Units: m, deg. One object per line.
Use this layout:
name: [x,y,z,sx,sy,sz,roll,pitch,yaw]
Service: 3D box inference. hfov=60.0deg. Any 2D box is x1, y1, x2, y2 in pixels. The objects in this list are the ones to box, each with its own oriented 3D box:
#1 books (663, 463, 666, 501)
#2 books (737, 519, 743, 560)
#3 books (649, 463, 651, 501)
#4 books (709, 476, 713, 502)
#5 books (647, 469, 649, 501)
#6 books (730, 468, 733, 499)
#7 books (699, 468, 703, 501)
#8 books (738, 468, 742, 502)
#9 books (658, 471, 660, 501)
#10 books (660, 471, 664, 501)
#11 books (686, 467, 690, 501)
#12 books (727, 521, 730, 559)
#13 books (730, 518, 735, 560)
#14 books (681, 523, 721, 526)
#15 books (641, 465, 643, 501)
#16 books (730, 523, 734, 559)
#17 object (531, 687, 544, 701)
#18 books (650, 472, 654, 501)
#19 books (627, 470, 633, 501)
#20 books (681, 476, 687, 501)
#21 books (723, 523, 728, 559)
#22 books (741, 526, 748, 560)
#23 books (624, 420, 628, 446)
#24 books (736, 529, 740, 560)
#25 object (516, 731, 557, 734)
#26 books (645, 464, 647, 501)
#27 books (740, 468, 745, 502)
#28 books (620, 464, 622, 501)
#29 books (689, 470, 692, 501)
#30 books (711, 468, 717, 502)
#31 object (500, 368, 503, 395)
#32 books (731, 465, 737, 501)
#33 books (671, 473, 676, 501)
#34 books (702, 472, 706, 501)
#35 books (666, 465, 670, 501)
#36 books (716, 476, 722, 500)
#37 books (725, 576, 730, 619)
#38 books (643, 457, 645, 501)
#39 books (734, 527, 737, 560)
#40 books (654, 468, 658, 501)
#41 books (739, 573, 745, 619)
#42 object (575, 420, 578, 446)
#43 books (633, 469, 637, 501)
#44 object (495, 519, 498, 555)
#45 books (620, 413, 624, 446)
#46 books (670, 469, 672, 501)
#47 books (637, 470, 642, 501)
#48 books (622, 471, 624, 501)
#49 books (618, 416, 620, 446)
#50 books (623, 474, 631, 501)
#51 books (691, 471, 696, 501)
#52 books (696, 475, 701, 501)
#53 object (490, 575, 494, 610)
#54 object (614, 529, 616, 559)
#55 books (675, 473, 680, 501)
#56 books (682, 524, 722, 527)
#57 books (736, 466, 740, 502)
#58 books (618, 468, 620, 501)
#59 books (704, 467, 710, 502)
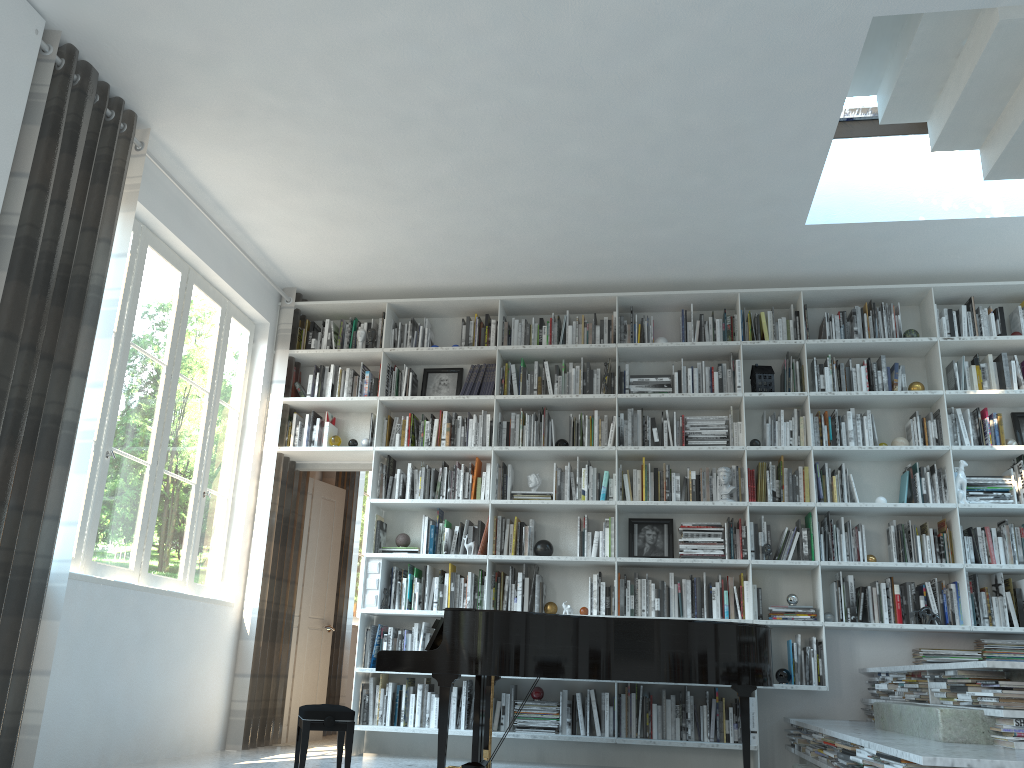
books: [1.034,0.693,6.001,0.013,0.282,0.177,-1,-18,9]
books: [1.493,1.036,5.810,0.011,0.278,0.186,-1,-18,9]
books: [0.932,0.693,6.008,0.010,0.280,0.171,-1,-18,9]
books: [1.334,0.730,5.955,0.022,0.206,0.114,-1,-18,9]
books: [0.924,0.716,6.021,0.010,0.244,0.150,-1,-18,9]
books: [1.460,0.700,5.933,0.025,0.259,0.131,-1,-18,9]
books: [1.264,0.702,5.939,0.012,0.244,0.186,-1,-18,9]
books: [1.519,0.701,5.930,0.014,0.260,0.137,-1,-18,9]
books: [0.995,0.720,5.998,0.012,0.227,0.170,-1,-18,9]
books: [1.015,0.718,6.004,0.025,0.235,0.137,-1,-18,9]
books: [1.188,0.704,5.976,0.014,0.257,0.162,-1,-18,9]
books: [1.415,1.047,5.822,0.011,0.260,0.185,-1,-18,9]
books: [1.452,1.037,5.830,0.011,0.287,0.152,-1,-18,9]
books: [1.255,0.939,5.887,0.254,0.012,0.161,-2,-19,13]
books: [0.889,0.701,6.044,0.010,0.283,0.137,-1,-18,9]
books: [1.440,1.052,5.828,0.013,0.255,0.163,-1,-18,9]
object: [0.163,1.988,5.691,0.086,0.087,0.086,6,-18,-12]
books: [0.952,0.725,6.019,0.024,0.227,0.148,-1,-18,9]
books: [0.805,0.717,6.036,0.042,0.241,0.163,-1,-18,9]
books: [1.157,0.736,5.981,0.050,0.198,0.146,-1,-18,9]
books: [1.404,1.051,5.825,0.012,0.253,0.161,-1,-18,9]
books: [1.513,1.057,5.790,0.034,0.228,0.200,-1,-18,9]
books: [0.793,0.378,6.159,0.027,0.227,0.148,-1,-18,9]
books: [1.479,1.072,5.820,0.021,0.216,0.132,-1,-18,9]
object: [0.163,2.219,5.654,0.254,0.007,0.161,-2,-19,12]
books: [0.907,0.695,5.996,0.015,0.265,0.190,-1,-18,9]
books: [1.538,0.701,5.935,0.023,0.264,0.107,-1,-18,9]
books: [0.747,0.704,6.065,0.010,0.281,0.140,-1,-18,9]
books: [1.199,0.714,5.966,0.010,0.233,0.175,-1,-18,9]
books: [1.356,0.703,5.953,0.024,0.258,0.127,-1,-18,9]
object: [-0.066,0.027,6.407,0.012,0.253,0.161,-1,-18,9]
books: [1.487,0.694,5.942,0.025,0.278,0.108,-1,-18,9]
books: [1.089,0.724,5.982,0.024,0.215,0.176,-1,-18,9]
books: [1.287,0.720,5.968,0.025,0.229,0.143,-1,-18,9]
books: [1.051,0.696,5.982,0.028,0.267,0.190,-1,-18,9]
books: [1.384,0.729,5.938,0.035,0.200,0.149,-1,-18,9]
books: [1.395,1.390,5.737,0.010,0.283,0.132,-1,-18,9]
books: [0.895,0.672,6.006,0.014,0.316,0.188,-1,-18,9]
books: [1.463,1.065,5.826,0.013,0.231,0.134,-1,-18,9]
books: [0.979,0.712,6.026,0.028,0.258,0.135,-1,-18,9]
books: [1.483,1.378,5.717,0.011,0.299,0.150,-1,-18,9]
object: [0.457,0.383,6.214,0.010,0.224,0.143,-1,-18,9]
books: [0.840,0.717,6.040,0.026,0.247,0.139,-1,-18,9]
object: [-0.094,1.070,6.088,0.012,0.269,0.131,-1,-18,9]
books: [0.766,0.355,6.154,0.026,0.266,0.171,-1,-18,9]
books: [1.074,0.712,6.002,0.011,0.250,0.131,-1,-18,9]
books: [0.866,0.718,6.029,0.029,0.239,0.156,-1,-18,9]
books: [0.757,0.725,6.056,0.011,0.234,0.142,-1,-18,9]
books: [0.748,0.365,6.165,0.012,0.253,0.161,-1,-18,9]
books: [0.784,0.730,6.023,0.053,0.208,0.156,-1,-18,9]
books: [1.216,0.715,5.952,0.029,0.223,0.186,-1,-18,9]
books: [1.244,0.727,5.945,0.029,0.199,0.179,-1,-18,9]
object: [-0.122,1.421,5.966,0.012,0.253,0.161,-1,-18,9]
object: [0.699,1.086,5.957,0.017,0.215,0.104,-1,-18,9]
books: [1.116,0.725,5.978,0.030,0.214,0.169,-1,-18,9]
books: [1.254,0.951,5.885,0.254,0.012,0.161,0,-18,6]
books: [1.503,0.695,5.922,0.014,0.265,0.154,-1,-18,9]
books: [0.734,0.714,6.054,0.012,0.253,0.161,-1,-18,9]
books: [1.310,0.701,5.951,0.025,0.257,0.151,-1,-18,9]
